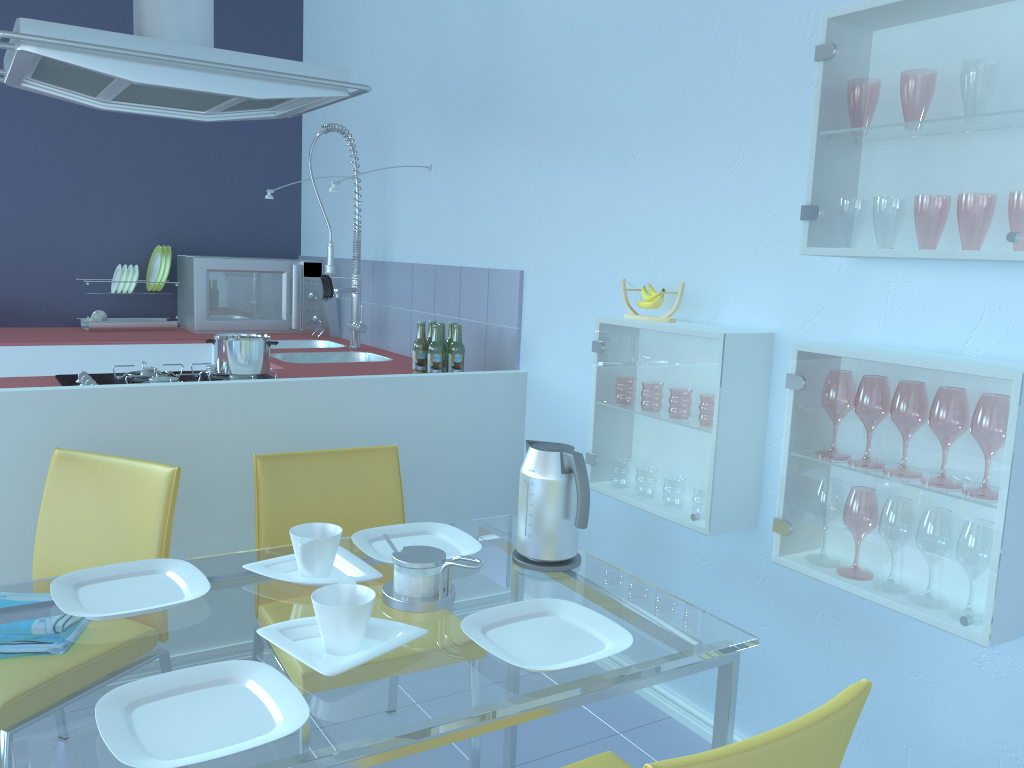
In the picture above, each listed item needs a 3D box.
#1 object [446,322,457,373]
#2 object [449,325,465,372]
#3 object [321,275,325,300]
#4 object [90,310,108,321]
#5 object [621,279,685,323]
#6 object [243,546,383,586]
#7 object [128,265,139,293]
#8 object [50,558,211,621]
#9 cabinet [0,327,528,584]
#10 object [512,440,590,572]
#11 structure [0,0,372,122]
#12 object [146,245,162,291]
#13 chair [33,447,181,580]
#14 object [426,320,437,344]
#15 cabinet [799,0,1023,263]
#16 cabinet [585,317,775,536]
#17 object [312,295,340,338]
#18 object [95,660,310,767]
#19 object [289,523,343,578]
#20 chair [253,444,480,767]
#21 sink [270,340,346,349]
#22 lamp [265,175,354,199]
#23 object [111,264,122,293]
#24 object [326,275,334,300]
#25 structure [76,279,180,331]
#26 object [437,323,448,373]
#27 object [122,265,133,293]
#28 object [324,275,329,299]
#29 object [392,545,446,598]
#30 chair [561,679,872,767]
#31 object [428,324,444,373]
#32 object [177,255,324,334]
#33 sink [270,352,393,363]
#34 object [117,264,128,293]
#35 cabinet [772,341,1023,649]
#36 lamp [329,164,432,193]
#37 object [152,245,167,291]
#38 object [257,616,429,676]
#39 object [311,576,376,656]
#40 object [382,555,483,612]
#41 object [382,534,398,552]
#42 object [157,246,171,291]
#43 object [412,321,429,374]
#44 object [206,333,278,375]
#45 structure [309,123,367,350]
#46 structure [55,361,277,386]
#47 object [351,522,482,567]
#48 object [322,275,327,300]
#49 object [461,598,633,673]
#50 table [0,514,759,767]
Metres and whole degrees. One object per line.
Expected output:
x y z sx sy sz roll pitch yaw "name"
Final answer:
-0.200 -0.113 2.967 0.052 0.190 0.052 6 9 22 "object"
-0.180 -0.098 2.882 0.052 0.187 0.052 1 8 -13 "object"
-0.886 -0.382 4.183 0.037 0.265 0.019 -5 11 -41 "object"
-1.900 -0.298 4.072 0.083 0.082 0.097 3 8 1 "object"
0.345 -0.208 2.212 0.077 0.100 0.203 -4 11 -39 "object"
-0.341 0.332 1.545 0.194 0.020 0.190 -5 11 -41 "object"
-1.746 -0.482 4.091 0.039 0.136 0.140 -4 10 -36 "object"
-0.616 0.335 1.434 0.228 0.020 0.228 -3 10 -35 "object"
-1.457 0.240 3.250 2.139 0.800 2.200 -3 10 -32 "cabinet"
0.078 0.228 1.683 0.146 0.222 0.132 4 8 10 "object"
-0.918 -1.253 2.406 0.895 0.962 0.695 -3 10 -32 "structure"
-1.668 -0.540 4.137 0.053 0.214 0.220 -3 10 -35 "object"
-0.944 0.525 1.755 0.387 0.695 0.484 6 9 21 "chair"
-0.269 -0.118 2.984 0.052 0.190 0.052 6 9 22 "object"
0.746 -0.443 1.538 0.173 0.450 0.450 -3 10 -32 "cabinet"
0.383 0.079 2.153 0.173 0.450 0.450 -3 10 -32 "cabinet"
-0.873 -0.319 4.157 0.109 0.200 0.100 -3 10 -32 "object"
-0.371 0.399 1.065 0.228 0.020 0.228 -3 10 -35 "object"
-0.351 0.298 1.549 0.091 0.083 0.111 9 11 39 "object"
-0.337 0.527 1.930 0.387 0.695 0.484 -2 9 -30 "chair"
-0.953 -0.087 3.824 0.428 0.172 0.326 -3 10 -32 "sink"
-0.888 -0.870 3.901 0.400 0.134 0.037 -3 10 -32 "lamp"
-1.805 -0.479 4.049 0.039 0.136 0.140 -4 10 -36 "object"
-0.849 -0.372 4.125 0.037 0.265 0.019 -1 9 -23 "object"
-1.768 -0.365 4.094 0.408 0.225 0.194 -3 10 -35 "structure"
-0.236 -0.106 2.918 0.052 0.187 0.052 1 8 -13 "object"
-1.766 -0.481 4.077 0.039 0.136 0.140 -4 10 -36 "object"
-0.861 -0.375 4.146 0.038 0.265 0.019 -1 9 -23 "object"
-0.155 0.318 1.480 0.087 0.071 0.090 6 9 22 "object"
0.131 0.661 1.146 0.387 0.695 0.484 -3 10 -35 "chair"
-0.245 -0.098 2.860 0.052 0.187 0.052 1 8 -13 "object"
-1.269 -0.436 4.315 0.611 0.350 0.367 -3 10 -32 "object"
-0.701 -0.019 3.428 0.428 0.172 0.326 -3 10 -32 "sink"
-1.785 -0.480 4.063 0.039 0.136 0.140 -4 10 -36 "object"
0.718 0.170 1.626 0.173 0.450 0.450 -3 10 -32 "cabinet"
-0.481 -0.760 3.261 0.400 0.134 0.037 -3 10 -32 "lamp"
-1.651 -0.541 4.149 0.053 0.214 0.220 -3 10 -35 "object"
-0.251 0.372 1.292 0.190 0.020 0.194 9 10 38 "object"
-0.237 0.341 1.281 0.091 0.083 0.111 7 9 29 "object"
-0.141 0.321 1.464 0.123 0.081 0.166 -4 11 -41 "object"
-0.183 0.297 1.490 0.077 0.079 0.023 6 9 22 "object"
-1.634 -0.542 4.161 0.053 0.214 0.220 -3 10 -35 "object"
-0.301 -0.112 2.927 0.052 0.190 0.052 6 9 22 "object"
-0.782 -0.088 2.572 0.157 0.106 0.170 9 11 40 "object"
-0.696 -0.599 3.625 0.178 0.920 0.308 -3 10 -34 "structure"
-0.976 -0.021 2.590 0.600 0.047 0.500 -3 10 -32 "structure"
-0.185 0.314 1.714 0.228 0.020 0.228 -2 9 -30 "object"
-0.874 -0.379 4.165 0.038 0.265 0.019 -1 9 -23 "object"
0.051 0.380 1.330 0.228 0.020 0.228 -3 10 -35 "object"
-0.315 0.659 1.423 1.173 0.590 0.730 -3 10 -32 "table"
